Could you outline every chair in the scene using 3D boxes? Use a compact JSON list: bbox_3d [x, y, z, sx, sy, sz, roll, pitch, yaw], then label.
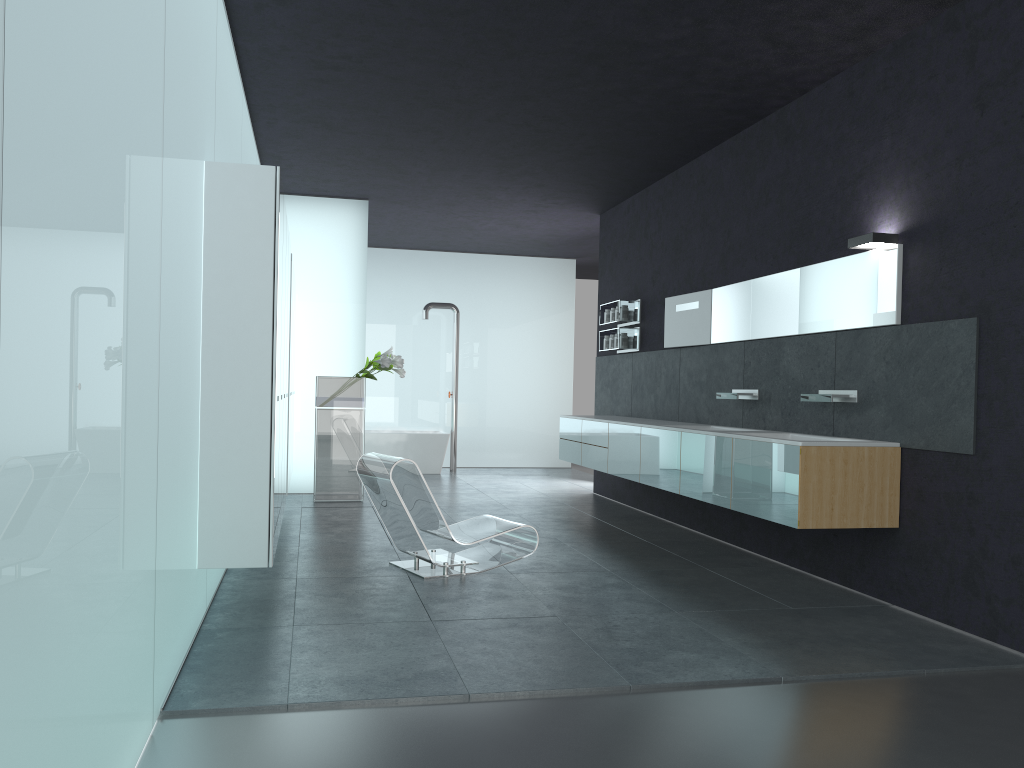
[{"bbox_3d":[-0.487,0.972,6.802,1.261,0.871,0.629,1,0,-31],"label":"chair"}]

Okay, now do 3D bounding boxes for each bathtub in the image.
[{"bbox_3d":[-2.068,1.013,14.598,1.978,0.859,0.960,1,0,-13],"label":"bathtub"}]

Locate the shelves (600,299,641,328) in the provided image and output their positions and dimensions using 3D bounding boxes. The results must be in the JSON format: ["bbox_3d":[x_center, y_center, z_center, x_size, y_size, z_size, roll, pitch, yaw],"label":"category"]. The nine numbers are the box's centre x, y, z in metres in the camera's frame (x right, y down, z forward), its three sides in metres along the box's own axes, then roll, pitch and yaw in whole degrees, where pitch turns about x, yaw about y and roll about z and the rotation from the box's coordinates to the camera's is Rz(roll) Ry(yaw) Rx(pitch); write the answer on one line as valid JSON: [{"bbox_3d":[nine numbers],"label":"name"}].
[{"bbox_3d":[1.316,-0.863,10.839,0.265,0.285,0.769,1,0,-13],"label":"shelves"}]

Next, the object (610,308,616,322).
[{"bbox_3d":[1.253,-0.841,10.893,0.096,0.184,0.067,1,1,-4],"label":"object"}]

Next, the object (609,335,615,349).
[{"bbox_3d":[1.246,-0.513,10.898,0.096,0.184,0.067,1,1,-4],"label":"object"}]

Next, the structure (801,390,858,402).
[{"bbox_3d":[2.303,0.087,6.488,0.186,0.088,0.482,1,0,-13],"label":"structure"}]

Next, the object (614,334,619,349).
[{"bbox_3d":[1.288,-0.514,10.714,0.096,0.184,0.067,1,1,-15],"label":"object"}]

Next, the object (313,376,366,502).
[{"bbox_3d":[-2.116,0.659,10.850,0.585,1.491,0.575,1,1,-13],"label":"object"}]

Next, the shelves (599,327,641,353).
[{"bbox_3d":[1.309,-0.535,10.844,0.265,0.285,0.769,1,0,-13],"label":"shelves"}]

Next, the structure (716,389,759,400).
[{"bbox_3d":[1.989,0.091,7.871,0.186,0.088,0.482,1,0,-13],"label":"structure"}]

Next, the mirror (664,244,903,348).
[{"bbox_3d":[2.135,-0.654,7.665,0.109,0.532,3.721,1,0,-14],"label":"mirror"}]

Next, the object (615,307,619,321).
[{"bbox_3d":[1.295,-0.841,10.710,0.096,0.184,0.067,1,1,-15],"label":"object"}]

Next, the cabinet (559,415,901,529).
[{"bbox_3d":[1.570,0.664,8.460,0.734,0.557,5.581,1,0,-13],"label":"cabinet"}]

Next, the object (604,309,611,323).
[{"bbox_3d":[1.206,-0.840,11.102,0.096,0.184,0.067,1,1,-21],"label":"object"}]

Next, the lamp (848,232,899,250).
[{"bbox_3d":[2.447,-0.968,6.014,0.198,0.066,0.277,1,0,-13],"label":"lamp"}]

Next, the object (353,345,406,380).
[{"bbox_3d":[-1.795,-0.104,10.754,1.024,0.780,0.974,1,0,-21],"label":"object"}]

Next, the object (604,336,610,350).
[{"bbox_3d":[1.198,-0.512,11.107,0.096,0.184,0.067,1,1,-21],"label":"object"}]

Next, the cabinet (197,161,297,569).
[{"bbox_3d":[-2.161,-0.086,7.779,0.398,2.216,6.003,1,0,-13],"label":"cabinet"}]

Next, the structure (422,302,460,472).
[{"bbox_3d":[-1.208,0.081,14.774,0.643,2.872,0.123,1,1,-13],"label":"structure"}]
